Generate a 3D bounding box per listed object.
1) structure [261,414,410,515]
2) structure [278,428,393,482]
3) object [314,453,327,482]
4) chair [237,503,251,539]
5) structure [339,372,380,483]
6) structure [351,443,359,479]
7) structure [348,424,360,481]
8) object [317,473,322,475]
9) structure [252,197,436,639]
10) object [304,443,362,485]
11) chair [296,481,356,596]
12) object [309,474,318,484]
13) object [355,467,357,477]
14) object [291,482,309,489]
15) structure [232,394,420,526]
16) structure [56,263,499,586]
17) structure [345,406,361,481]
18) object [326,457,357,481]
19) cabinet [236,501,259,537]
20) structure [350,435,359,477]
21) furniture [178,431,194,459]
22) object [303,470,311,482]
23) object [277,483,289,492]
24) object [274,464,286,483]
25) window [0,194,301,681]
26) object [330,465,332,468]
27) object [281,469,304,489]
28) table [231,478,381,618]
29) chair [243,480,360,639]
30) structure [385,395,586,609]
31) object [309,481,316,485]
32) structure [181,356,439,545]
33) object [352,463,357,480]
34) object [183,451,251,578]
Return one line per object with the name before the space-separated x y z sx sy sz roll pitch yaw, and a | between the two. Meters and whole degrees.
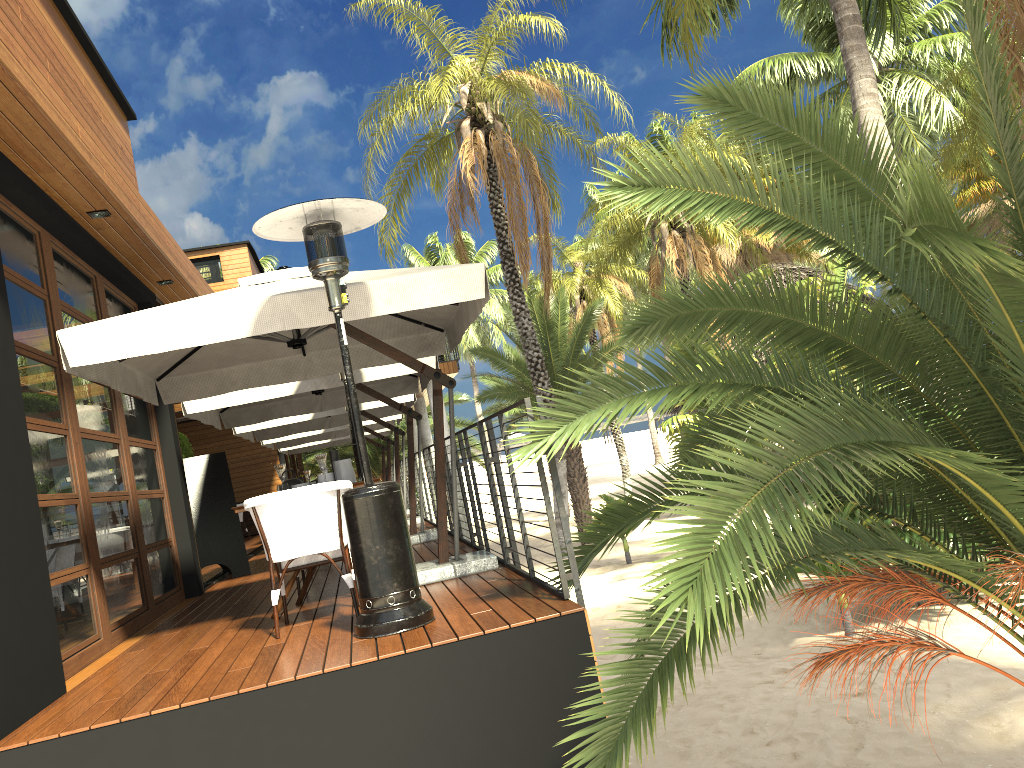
structure | -3.104 1.411 16.021 2.415 2.336 2.408 -11 -5 -11
structure | -3.680 1.774 19.321 2.415 2.336 2.408 -11 -5 -11
object | -1.232 0.570 5.802 0.082 0.227 0.082 -11 -5 -10
chair | -5.987 3.001 18.950 0.626 0.789 0.617 -15 -6 35
structure | -1.365 0.508 7.797 0.700 2.196 0.697 -9 -6 -23
structure | -3.651 1.953 20.909 0.700 2.196 0.697 -9 -6 -23
structure | -2.511 1.233 14.373 0.700 2.196 0.697 -9 -6 -23
object | -2.761 1.407 12.837 0.082 0.227 0.082 -9 -6 -22
structure | -0.802 0.152 4.566 0.700 2.196 0.697 -9 -6 -23
object | -1.209 0.570 6.057 0.263 0.264 0.263 -15 -6 34
chair | -1.429 1.164 6.733 0.628 0.789 0.615 -11 -5 -10
object | -2.070 1.031 9.330 0.168 0.179 0.162 -10 -5 -13
object | -2.940 1.664 15.986 0.263 0.264 0.263 -15 -6 34
object | -1.382 0.687 5.805 0.116 0.065 0.116 -11 -4 -7
structure | -2.529 1.047 12.721 2.415 2.336 2.408 -11 -5 -11
structure | -1.378 0.320 6.121 2.415 2.336 2.408 -11 -5 -11
structure | -1.944 0.874 11.119 0.700 2.196 0.697 -9 -6 -23
object | -1.790 0.937 9.391 0.263 0.264 0.263 -15 -6 34
cabinet | -6.558 3.229 20.726 1.612 0.839 0.556 -11 -5 -11
structure | -3.080 1.593 17.637 0.700 2.196 0.697 -9 -6 -23
furniture | -7.034 2.021 15.962 2.619 2.727 2.687 -10 -5 -20
object | -2.185 1.043 9.534 0.082 0.227 0.082 -11 -5 -10
object | -1.488 0.694 5.769 0.086 0.086 0.086 -11 -5 -6
object | -1.604 0.675 6.201 0.082 0.227 0.082 -11 -5 -10
window | -11.970 -4.375 21.794 14.507 17.993 38.308 -8 -5 -34
object | -1.813 0.938 9.135 0.082 0.227 0.082 -11 -5 -10
object | -1.489 0.664 5.996 0.168 0.179 0.162 -10 -5 -13
table | -1.288 1.097 5.969 0.932 0.750 0.929 -11 -5 -11
chair | -1.180 0.996 5.163 0.628 0.789 0.615 -11 -5 -10
structure | -2.055 2.047 17.120 0.163 1.155 26.209 -10 -4 -11
object | -1.420 0.723 6.182 0.116 0.065 0.116 -11 -4 -7
structure | -1.954 0.683 9.421 2.415 2.336 2.408 -11 -5 -11
object | -2.366 1.301 12.694 0.263 0.264 0.263 -15 -6 34
object | -3.491 1.509 9.925 0.769 1.399 0.769 -9 -6 -26
